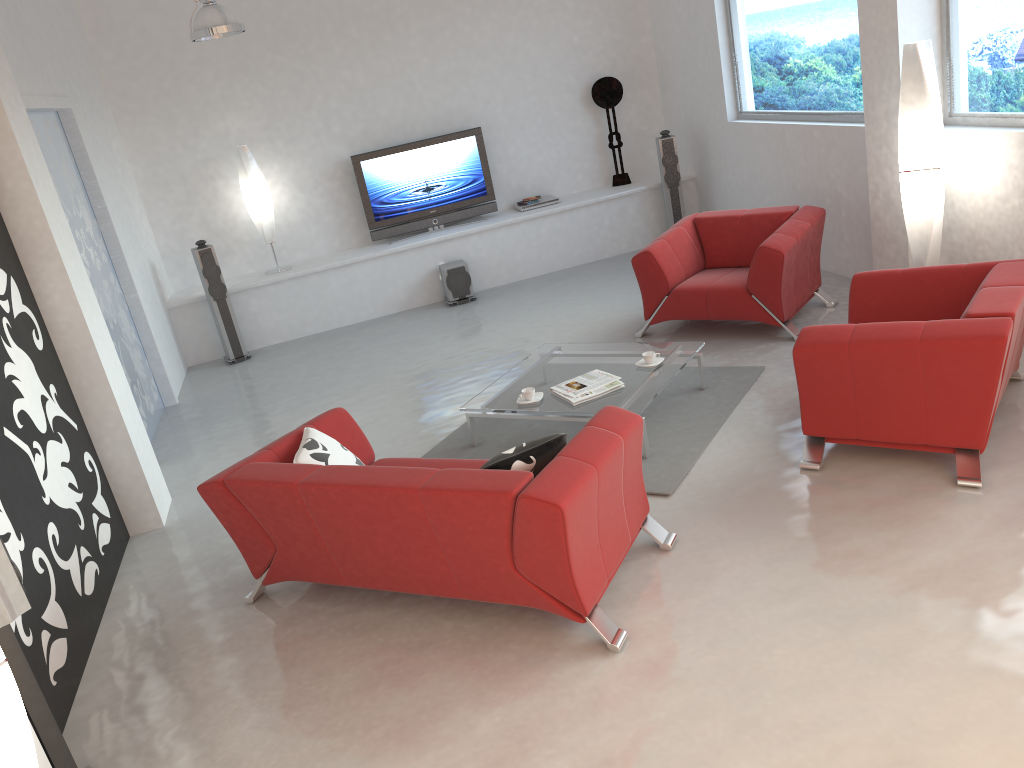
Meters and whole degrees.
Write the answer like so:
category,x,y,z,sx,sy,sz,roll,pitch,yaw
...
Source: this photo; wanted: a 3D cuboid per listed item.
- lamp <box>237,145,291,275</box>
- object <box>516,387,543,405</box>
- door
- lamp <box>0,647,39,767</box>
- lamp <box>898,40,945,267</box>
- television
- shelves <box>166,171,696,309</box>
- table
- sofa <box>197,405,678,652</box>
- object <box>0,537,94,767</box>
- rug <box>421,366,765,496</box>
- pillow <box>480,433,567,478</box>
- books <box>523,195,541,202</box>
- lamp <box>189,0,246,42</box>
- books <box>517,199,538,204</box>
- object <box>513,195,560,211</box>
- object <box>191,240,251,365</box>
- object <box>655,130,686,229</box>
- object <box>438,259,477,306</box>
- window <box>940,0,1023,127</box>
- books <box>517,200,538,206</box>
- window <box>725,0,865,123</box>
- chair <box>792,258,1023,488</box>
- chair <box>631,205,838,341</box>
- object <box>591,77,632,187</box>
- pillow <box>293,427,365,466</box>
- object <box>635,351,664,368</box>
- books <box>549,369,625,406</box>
category,x,y,z,sx,sy,sz,roll,pitch,yaw
lamp,-2.467,-1.713,8.715,0.263,1.239,0.263,-19,21,-17
object,0.101,0.065,5.189,0.153,0.069,0.153,-6,21,15
door,-3.051,-0.763,6.471,0.240,2.550,1.600,-16,20,-10
lamp,-1.361,0.870,2.211,0.313,1.779,0.313,-13,20,-2
lamp,2.547,-1.184,5.493,0.313,1.779,0.313,-19,21,-17
television,-0.879,-2.031,9.125,1.356,0.919,0.343,-16,20,-10
shelves,-0.750,-1.554,9.183,5.500,0.050,0.650,-16,20,-10
table,0.470,0.072,5.478,1.162,0.286,1.097,1,24,32
sofa,-0.352,0.555,4.008,1.929,0.738,0.951,-1,23,28
object,-1.673,1.002,3.016,0.214,1.112,0.229,1,24,32
rug,0.492,0.210,5.519,1.700,0.025,1.700,1,24,32
pillow,0.037,0.386,3.717,0.402,0.343,0.288,-18,21,-17
books,0.211,-1.965,9.402,0.190,0.015,0.135,-12,20,0
lamp,-2.133,-2.806,6.081,0.379,0.800,0.379,-17,20,-13
books,0.165,-1.939,9.403,0.190,0.015,0.135,-23,23,-28
object,0.258,-1.931,9.456,0.430,0.045,0.352,-16,20,-10
object,-2.762,-0.783,8.364,0.255,1.184,0.273,-21,22,-24
object,1.651,-2.018,9.140,0.255,1.184,0.273,-11,20,4
object,-0.555,-1.016,8.905,0.336,0.374,0.337,-16,20,-10
window,2.979,-2.182,4.380,0.100,1.800,2.400,-16,20,-10
books,0.169,-1.925,9.405,0.135,0.015,0.190,6,27,41
window,2.293,-2.993,6.971,0.100,1.800,2.400,-16,20,-10
chair,2.066,-0.142,4.486,0.951,0.738,1.288,4,25,37
chair,1.632,-0.830,6.597,1.288,0.738,0.951,4,25,37
object,1.082,-2.684,9.440,0.331,1.130,0.108,-7,20,14
pillow,-0.843,0.401,4.187,0.288,0.343,0.402,-13,20,-3
object,0.828,-0.152,5.353,0.153,0.069,0.153,7,28,43
books,0.439,0.012,5.188,0.367,0.035,0.345,-19,21,-19
